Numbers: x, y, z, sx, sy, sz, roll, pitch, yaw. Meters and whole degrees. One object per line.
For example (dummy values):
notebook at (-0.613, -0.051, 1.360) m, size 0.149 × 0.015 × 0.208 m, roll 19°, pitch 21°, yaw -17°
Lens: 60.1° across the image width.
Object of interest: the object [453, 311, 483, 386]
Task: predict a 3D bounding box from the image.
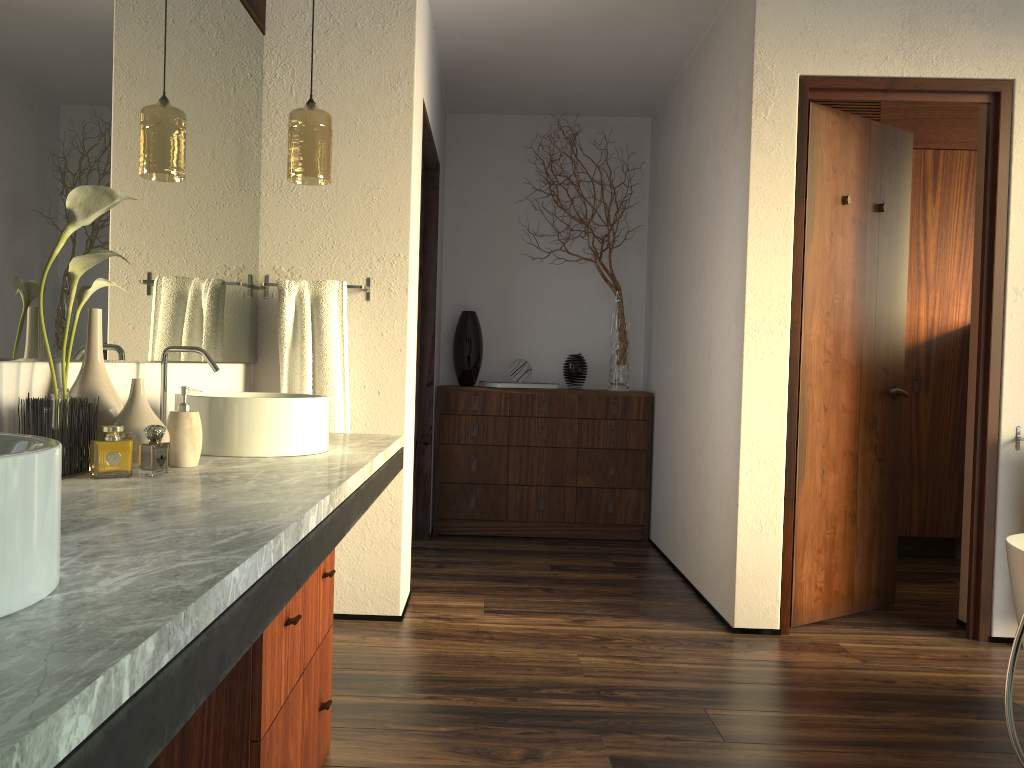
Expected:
object at (-0.246, -0.196, 4.930) m, size 0.172 × 0.417 × 0.168 m, roll 2°, pitch 1°, yaw 13°

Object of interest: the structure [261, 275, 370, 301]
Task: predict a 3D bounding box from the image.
structure at (-0.682, -0.337, 3.071) m, size 0.369 × 0.088 × 0.102 m, roll 2°, pitch 1°, yaw 1°

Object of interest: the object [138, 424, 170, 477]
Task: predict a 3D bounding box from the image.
object at (-0.644, 0.118, 1.595) m, size 0.039 × 0.090 × 0.056 m, roll 2°, pitch 1°, yaw 9°

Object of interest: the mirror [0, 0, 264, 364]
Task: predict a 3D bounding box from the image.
mirror at (-0.843, -0.606, 1.079) m, size 0.017 × 1.152 × 4.078 m, roll 2°, pitch 1°, yaw -1°

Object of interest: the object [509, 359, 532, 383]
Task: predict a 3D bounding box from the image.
object at (0.047, -0.073, 4.926) m, size 0.130 × 0.131 × 0.131 m, roll 2°, pitch 1°, yaw -4°

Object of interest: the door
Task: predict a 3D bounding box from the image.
door at (1.324, -0.087, 3.310) m, size 0.731 × 1.947 × 0.464 m, roll 2°, pitch 1°, yaw 1°

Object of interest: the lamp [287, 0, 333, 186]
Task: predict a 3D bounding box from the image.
lamp at (-0.630, -1.076, 2.797) m, size 0.142 × 0.867 × 0.135 m, roll 3°, pitch 2°, yaw 42°

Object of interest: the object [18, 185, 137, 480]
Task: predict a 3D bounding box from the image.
object at (-0.783, -0.090, 1.605) m, size 0.185 × 0.504 × 0.247 m, roll 1°, pitch 1°, yaw -22°

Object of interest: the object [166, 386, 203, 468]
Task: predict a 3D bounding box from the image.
object at (-0.646, 0.083, 1.743) m, size 0.069 × 0.158 × 0.071 m, roll 1°, pitch 1°, yaw -17°

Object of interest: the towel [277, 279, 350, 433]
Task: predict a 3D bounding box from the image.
towel at (-0.680, -0.037, 3.016) m, size 0.262 × 0.636 × 0.159 m, roll 2°, pitch 1°, yaw 18°

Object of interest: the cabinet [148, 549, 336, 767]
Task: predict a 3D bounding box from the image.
cabinet at (-0.645, 0.559, 1.756) m, size 0.512 × 0.599 × 0.659 m, roll 2°, pitch 1°, yaw 0°

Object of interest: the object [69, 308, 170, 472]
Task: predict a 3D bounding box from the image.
object at (-0.756, 0.009, 1.685) m, size 0.245 × 0.305 × 0.118 m, roll 2°, pitch 1°, yaw 27°

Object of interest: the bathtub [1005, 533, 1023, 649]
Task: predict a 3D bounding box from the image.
bathtub at (1.656, 0.687, 1.751) m, size 0.765 × 0.485 × 1.620 m, roll 2°, pitch 1°, yaw -1°

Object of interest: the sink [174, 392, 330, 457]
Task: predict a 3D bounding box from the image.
sink at (-0.616, 0.090, 2.108) m, size 0.351 × 0.131 × 0.363 m, roll 1°, pitch 1°, yaw -23°

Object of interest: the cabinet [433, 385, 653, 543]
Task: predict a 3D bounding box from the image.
cabinet at (0.156, 0.426, 4.890) m, size 1.140 × 0.800 × 0.402 m, roll 2°, pitch 1°, yaw 1°

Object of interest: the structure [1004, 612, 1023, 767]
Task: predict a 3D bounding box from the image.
structure at (1.195, 0.463, 1.846) m, size 0.283 × 0.897 × 0.239 m, roll 3°, pitch 2°, yaw 40°

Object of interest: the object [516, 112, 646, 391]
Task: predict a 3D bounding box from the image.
object at (0.326, -0.696, 4.796) m, size 0.846 × 1.450 × 0.713 m, roll 3°, pitch 2°, yaw 43°

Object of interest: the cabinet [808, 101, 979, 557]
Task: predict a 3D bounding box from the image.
cabinet at (1.675, -0.311, 4.582) m, size 1.484 × 2.364 × 0.358 m, roll 2°, pitch 1°, yaw 1°

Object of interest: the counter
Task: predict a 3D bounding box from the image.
counter at (-0.592, 0.218, 1.548) m, size 0.587 × 0.101 × 2.258 m, roll 2°, pitch 1°, yaw -1°

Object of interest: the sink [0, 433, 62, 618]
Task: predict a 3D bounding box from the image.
sink at (-0.583, 0.118, 0.758) m, size 0.358 × 0.131 × 0.356 m, roll 2°, pitch 1°, yaw 3°

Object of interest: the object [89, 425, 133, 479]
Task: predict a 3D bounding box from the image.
object at (-0.702, 0.119, 1.552) m, size 0.064 × 0.092 × 0.040 m, roll 1°, pitch 2°, yaw -40°

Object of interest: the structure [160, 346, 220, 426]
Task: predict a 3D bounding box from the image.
structure at (-0.779, 0.031, 2.083) m, size 0.165 × 0.242 × 0.066 m, roll 2°, pitch 1°, yaw 5°

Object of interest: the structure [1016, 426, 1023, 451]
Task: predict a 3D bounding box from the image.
structure at (1.975, 0.196, 3.015) m, size 0.453 × 0.088 × 0.102 m, roll 2°, pitch 1°, yaw 1°

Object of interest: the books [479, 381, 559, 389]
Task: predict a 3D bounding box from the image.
books at (0.093, 0.007, 4.932) m, size 0.488 × 0.034 × 0.251 m, roll 1°, pitch 1°, yaw -24°

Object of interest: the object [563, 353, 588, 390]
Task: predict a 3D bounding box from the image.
object at (0.351, -0.071, 4.917) m, size 0.142 × 0.200 × 0.135 m, roll 3°, pitch 2°, yaw 44°
